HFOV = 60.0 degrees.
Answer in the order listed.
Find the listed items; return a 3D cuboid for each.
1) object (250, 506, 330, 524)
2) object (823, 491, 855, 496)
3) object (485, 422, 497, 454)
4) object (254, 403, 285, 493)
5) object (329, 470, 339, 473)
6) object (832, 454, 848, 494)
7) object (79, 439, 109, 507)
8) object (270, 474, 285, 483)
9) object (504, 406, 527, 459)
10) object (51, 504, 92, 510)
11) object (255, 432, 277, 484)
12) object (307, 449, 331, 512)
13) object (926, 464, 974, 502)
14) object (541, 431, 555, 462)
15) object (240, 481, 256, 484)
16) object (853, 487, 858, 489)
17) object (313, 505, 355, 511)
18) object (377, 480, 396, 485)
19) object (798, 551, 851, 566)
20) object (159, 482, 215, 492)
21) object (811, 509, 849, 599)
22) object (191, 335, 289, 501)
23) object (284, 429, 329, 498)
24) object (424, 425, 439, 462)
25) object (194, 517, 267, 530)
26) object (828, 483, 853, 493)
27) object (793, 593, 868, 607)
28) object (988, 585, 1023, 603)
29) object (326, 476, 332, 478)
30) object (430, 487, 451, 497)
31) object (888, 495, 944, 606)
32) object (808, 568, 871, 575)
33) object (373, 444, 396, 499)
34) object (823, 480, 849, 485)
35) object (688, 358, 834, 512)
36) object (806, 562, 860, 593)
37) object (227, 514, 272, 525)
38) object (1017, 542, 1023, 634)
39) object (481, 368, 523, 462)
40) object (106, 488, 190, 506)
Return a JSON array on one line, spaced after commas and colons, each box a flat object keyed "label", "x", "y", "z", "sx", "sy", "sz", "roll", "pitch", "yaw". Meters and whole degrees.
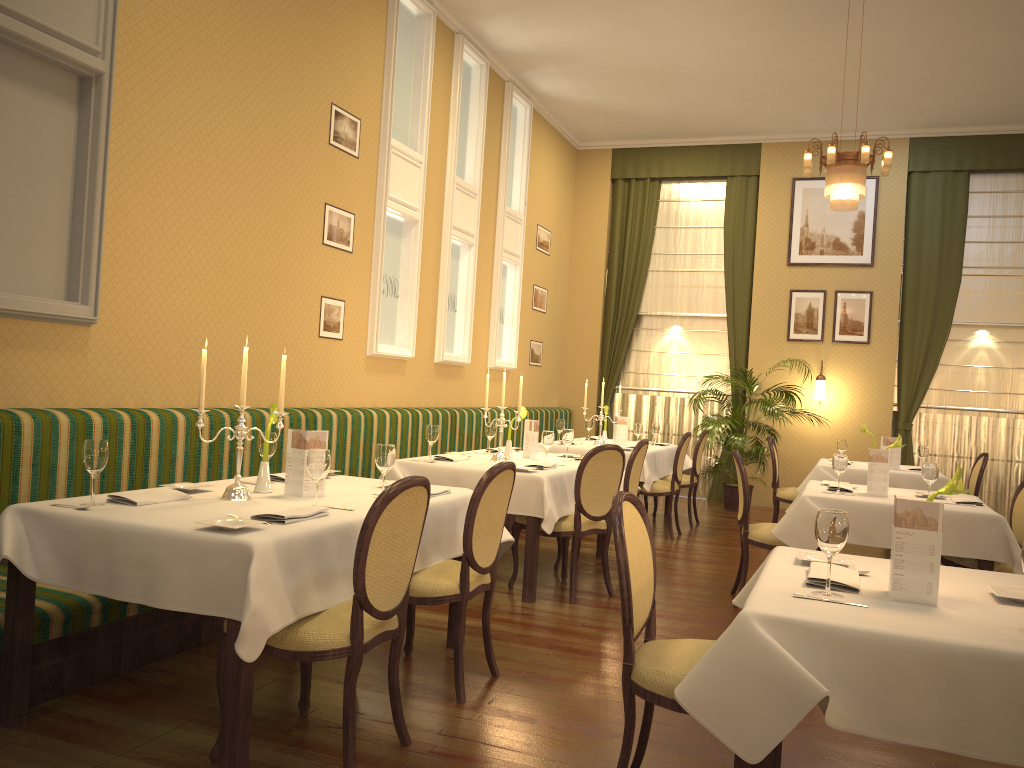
[{"label": "object", "x": -0.776, "y": 0.456, "z": 3.119, "sx": 0.142, "sy": 0.033, "sz": 0.273, "roll": 4, "pitch": 0, "yaw": 21}, {"label": "object", "x": 1.907, "y": 0.638, "z": 5.165, "sx": 0.185, "sy": 0.010, "sz": 0.017, "roll": 4, "pitch": 0, "yaw": 22}, {"label": "object", "x": -0.161, "y": 0.400, "z": 6.561, "sx": 0.088, "sy": 0.229, "sz": 0.088, "roll": 4, "pitch": 0, "yaw": -27}, {"label": "object", "x": -1.031, "y": 0.268, "z": 3.764, "sx": 0.076, "sy": 0.375, "sz": 0.163, "roll": 4, "pitch": 0, "yaw": 3}, {"label": "object", "x": -0.973, "y": 0.449, "z": 4.482, "sx": 0.160, "sy": 0.024, "sz": 0.160, "roll": 4, "pitch": 0, "yaw": 21}, {"label": "object", "x": 1.936, "y": 0.531, "z": 5.246, "sx": 0.088, "sy": 0.229, "sz": 0.088, "roll": 4, "pitch": 0, "yaw": -27}, {"label": "object", "x": -1.468, "y": 0.312, "z": 3.116, "sx": 0.088, "sy": 0.229, "sz": 0.088, "roll": 4, "pitch": 0, "yaw": -21}, {"label": "object", "x": -1.040, "y": 0.442, "z": 4.220, "sx": 0.142, "sy": 0.033, "sz": 0.273, "roll": 4, "pitch": 0, "yaw": 21}, {"label": "object", "x": 0.016, "y": 0.338, "z": 6.162, "sx": 0.163, "sy": 0.375, "sz": 0.076, "roll": 4, "pitch": 0, "yaw": 43}, {"label": "object", "x": -1.511, "y": 0.417, "z": 3.035, "sx": 0.181, "sy": 0.015, "sz": 0.038, "roll": 4, "pitch": 0, "yaw": 22}, {"label": "object", "x": -1.117, "y": 0.336, "z": 4.032, "sx": 0.088, "sy": 0.229, "sz": 0.088, "roll": 4, "pitch": 0, "yaw": -21}, {"label": "object", "x": -0.724, "y": 0.359, "z": 3.304, "sx": 0.088, "sy": 0.229, "sz": 0.088, "roll": 4, "pitch": 0, "yaw": -21}, {"label": "object", "x": 1.190, "y": 0.406, "z": 2.485, "sx": 0.163, "sy": 0.375, "sz": 0.076, "roll": 4, "pitch": 0, "yaw": -2}, {"label": "object", "x": 0.231, "y": 0.424, "z": 5.833, "sx": 0.088, "sy": 0.229, "sz": 0.088, "roll": 4, "pitch": 0, "yaw": -21}, {"label": "object", "x": -1.146, "y": 0.443, "z": 3.950, "sx": 0.185, "sy": 0.010, "sz": 0.017, "roll": 4, "pitch": 0, "yaw": 22}, {"label": "object", "x": 2.086, "y": 0.648, "z": 5.585, "sx": 0.181, "sy": 0.015, "sz": 0.038, "roll": 4, "pitch": 0, "yaw": 22}, {"label": "object", "x": -0.687, "y": 0.471, "z": 3.398, "sx": 0.185, "sy": 0.010, "sz": 0.017, "roll": 4, "pitch": 0, "yaw": 21}, {"label": "object", "x": -0.532, "y": 0.476, "z": 4.153, "sx": 0.160, "sy": 0.024, "sz": 0.160, "roll": 4, "pitch": 0, "yaw": 21}, {"label": "object", "x": 1.005, "y": 0.571, "z": 2.853, "sx": 0.160, "sy": 0.024, "sz": 0.160, "roll": 4, "pitch": 0, "yaw": 21}, {"label": "object", "x": -1.322, "y": 0.426, "z": 3.612, "sx": 0.160, "sy": 0.024, "sz": 0.160, "roll": 4, "pitch": 0, "yaw": 21}, {"label": "object", "x": 0.862, "y": 0.458, "z": 2.403, "sx": 0.088, "sy": 0.229, "sz": 0.088, "roll": 4, "pitch": 0, "yaw": -21}, {"label": "object", "x": -1.063, "y": 0.129, "z": 3.489, "sx": 0.131, "sy": 0.655, "sz": 0.390, "roll": 4, "pitch": 0, "yaw": 40}, {"label": "object", "x": -0.856, "y": 0.330, "z": 3.675, "sx": 0.166, "sy": 0.277, "sz": 0.081, "roll": 4, "pitch": 0, "yaw": -8}, {"label": "object", "x": -0.512, "y": 0.377, "z": 5.645, "sx": 0.088, "sy": 0.229, "sz": 0.088, "roll": 4, "pitch": 0, "yaw": -21}, {"label": "object", "x": -0.894, "y": 0.451, "z": 2.821, "sx": 0.160, "sy": 0.024, "sz": 0.160, "roll": 4, "pitch": 0, "yaw": 21}, {"label": "object", "x": 2.013, "y": 0.637, "z": 5.434, "sx": 0.142, "sy": 0.033, "sz": 0.273, "roll": 4, "pitch": 0, "yaw": 21}, {"label": "object", "x": 0.833, "y": 0.565, "z": 2.321, "sx": 0.185, "sy": 0.010, "sz": 0.017, "roll": 4, "pitch": 0, "yaw": 22}, {"label": "object", "x": 1.427, "y": 0.597, "z": 2.472, "sx": 0.160, "sy": 0.024, "sz": 0.160, "roll": 4, "pitch": 0, "yaw": 21}, {"label": "object", "x": -0.967, "y": 0.453, "z": 4.370, "sx": 0.181, "sy": 0.015, "sz": 0.038, "roll": 4, "pitch": 0, "yaw": 22}, {"label": "object", "x": -0.393, "y": 0.486, "z": 3.988, "sx": 0.142, "sy": 0.024, "sz": 0.273, "roll": 4, "pitch": 0, "yaw": 21}, {"label": "object", "x": 1.068, "y": 0.449, "z": 2.413, "sx": 0.081, "sy": 0.277, "sz": 0.166, "roll": 4, "pitch": 0, "yaw": -23}, {"label": "object", "x": 1.011, "y": 0.575, "z": 2.741, "sx": 0.181, "sy": 0.015, "sz": 0.038, "roll": 4, "pitch": 0, "yaw": 22}, {"label": "object", "x": -0.541, "y": 0.372, "z": 3.759, "sx": 0.088, "sy": 0.229, "sz": 0.088, "roll": 4, "pitch": 0, "yaw": -21}, {"label": "object", "x": 2.080, "y": 0.644, "z": 5.697, "sx": 0.160, "sy": 0.024, "sz": 0.160, "roll": 4, "pitch": 0, "yaw": 21}, {"label": "object", "x": 2.725, "y": 0.565, "z": 10.170, "sx": 1.496, "sy": 1.807, "sz": 1.552, "roll": 4, "pitch": 0, "yaw": 1}, {"label": "object", "x": 0.939, "y": 0.564, "z": 2.590, "sx": 0.142, "sy": 0.033, "sz": 0.273, "roll": 4, "pitch": 0, "yaw": 21}, {"label": "object", "x": -0.885, "y": 0.456, "z": 2.984, "sx": 0.181, "sy": 0.015, "sz": 0.038, "roll": 4, "pitch": 0, "yaw": 22}, {"label": "object", "x": 1.265, "y": 0.483, "z": 2.123, "sx": 0.088, "sy": 0.229, "sz": 0.088, "roll": 4, "pitch": 0, "yaw": -21}, {"label": "object", "x": -0.067, "y": 0.196, "z": 5.966, "sx": 0.390, "sy": 0.655, "sz": 0.131, "roll": 4, "pitch": 0, "yaw": 35}, {"label": "object", "x": -1.348, "y": 0.421, "z": 3.299, "sx": 0.142, "sy": 0.033, "sz": 0.273, "roll": 4, "pitch": 0, "yaw": 21}]
